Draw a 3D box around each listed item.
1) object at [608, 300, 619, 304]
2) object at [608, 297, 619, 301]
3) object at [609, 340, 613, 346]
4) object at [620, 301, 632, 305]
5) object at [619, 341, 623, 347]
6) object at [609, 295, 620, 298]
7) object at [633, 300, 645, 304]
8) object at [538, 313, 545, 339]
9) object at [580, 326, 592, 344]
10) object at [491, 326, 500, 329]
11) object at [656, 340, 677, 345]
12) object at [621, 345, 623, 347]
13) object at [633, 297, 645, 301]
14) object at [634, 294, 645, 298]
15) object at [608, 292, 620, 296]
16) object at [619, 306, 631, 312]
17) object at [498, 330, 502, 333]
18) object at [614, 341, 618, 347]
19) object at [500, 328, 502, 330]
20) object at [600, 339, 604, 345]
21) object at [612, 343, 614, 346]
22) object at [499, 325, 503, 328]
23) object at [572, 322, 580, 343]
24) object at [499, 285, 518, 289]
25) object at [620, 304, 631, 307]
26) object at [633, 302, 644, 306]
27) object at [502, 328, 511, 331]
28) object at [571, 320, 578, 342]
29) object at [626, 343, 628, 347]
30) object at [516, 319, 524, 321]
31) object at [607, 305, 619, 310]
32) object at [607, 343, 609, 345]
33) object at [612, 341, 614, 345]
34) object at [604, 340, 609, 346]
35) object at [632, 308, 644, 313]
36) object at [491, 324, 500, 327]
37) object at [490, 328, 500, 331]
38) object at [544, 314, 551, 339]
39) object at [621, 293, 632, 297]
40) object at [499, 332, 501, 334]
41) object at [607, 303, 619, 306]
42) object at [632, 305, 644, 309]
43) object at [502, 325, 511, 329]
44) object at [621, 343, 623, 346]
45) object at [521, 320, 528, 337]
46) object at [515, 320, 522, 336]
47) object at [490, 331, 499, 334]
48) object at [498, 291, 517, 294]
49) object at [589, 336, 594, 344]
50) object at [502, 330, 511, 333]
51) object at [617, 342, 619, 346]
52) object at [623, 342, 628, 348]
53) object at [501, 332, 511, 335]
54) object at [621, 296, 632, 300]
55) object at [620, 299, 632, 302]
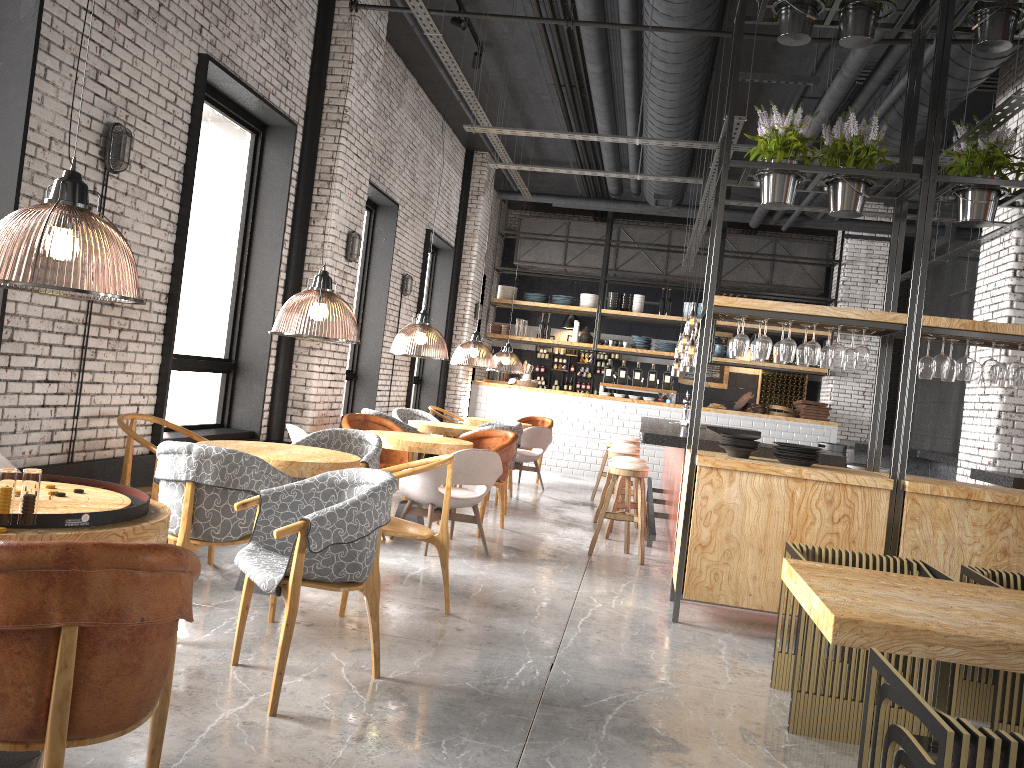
[{"bbox_3d":[1.721,-1.369,15.100,0.197,0.102,0.196,6,0,38],"label":"object"},{"bbox_3d":[1.727,-1.413,15.099,0.196,0.100,0.196,7,0,-26],"label":"object"},{"bbox_3d":[1.657,-0.681,14.856,0.072,0.097,0.072,7,-1,-41],"label":"object"},{"bbox_3d":[1.931,-1.346,15.062,0.196,0.107,0.196,7,0,-20],"label":"object"},{"bbox_3d":[1.814,-0.663,14.832,0.072,0.097,0.072,6,-1,18],"label":"object"},{"bbox_3d":[1.737,-1.458,15.097,0.196,0.107,0.196,6,0,37],"label":"object"},{"bbox_3d":[2.144,-1.366,15.038,0.196,0.103,0.196,6,0,25],"label":"object"},{"bbox_3d":[0.527,-1.000,15.409,0.098,0.471,0.098,7,-1,-14],"label":"object"},{"bbox_3d":[1.259,-0.835,15.082,0.196,0.305,0.196,7,-1,-44],"label":"object"},{"bbox_3d":[-0.287,-0.962,15.256,0.157,0.053,0.168,7,0,9],"label":"object"},{"bbox_3d":[2.643,-0.679,14.931,0.453,0.062,0.453,7,0,24],"label":"object"},{"bbox_3d":[1.848,-0.659,15.064,0.072,0.097,0.072,6,-1,17],"label":"object"},{"bbox_3d":[2.150,-1.409,15.035,0.196,0.100,0.196,7,0,5],"label":"object"},{"bbox_3d":[2.156,-1.453,15.039,0.196,0.103,0.196,7,0,-14],"label":"object"},{"bbox_3d":[1.735,-1.502,15.103,0.196,0.105,0.196,6,0,30],"label":"object"},{"bbox_3d":[1.919,-1.258,15.068,0.197,0.104,0.196,6,0,45],"label":"object"},{"bbox_3d":[-0.239,-0.921,15.505,0.157,0.053,0.168,7,0,9],"label":"object"},{"bbox_3d":[1.738,-0.671,14.844,0.072,0.097,0.072,6,-1,29],"label":"object"},{"bbox_3d":[-0.235,-0.957,15.505,0.157,0.053,0.168,7,0,9],"label":"object"},{"bbox_3d":[1.504,-0.698,14.880,0.072,0.097,0.072,6,-1,31],"label":"object"},{"bbox_3d":[1.709,-0.675,15.204,0.072,0.097,0.072,7,-1,-3],"label":"object"},{"bbox_3d":[-0.230,-0.998,15.506,0.157,0.053,0.168,7,0,9],"label":"object"},{"bbox_3d":[1.099,-0.878,15.094,0.132,0.360,0.126,6,-1,34],"label":"object"},{"bbox_3d":[-0.069,-1.665,15.372,0.334,0.039,0.334,7,0,0],"label":"object"},{"bbox_3d":[1.925,-1.301,15.067,0.197,0.101,0.196,6,0,28],"label":"object"},{"bbox_3d":[2.140,-1.321,15.031,0.196,0.104,0.196,6,0,44],"label":"object"},{"bbox_3d":[-0.102,-0.941,15.376,0.157,0.053,0.168,7,0,14],"label":"object"},{"bbox_3d":[1.089,-0.896,15.249,0.126,0.394,0.127,7,-1,-41],"label":"object"},{"bbox_3d":[1.926,-0.650,15.052,0.072,0.097,0.072,6,-1,8],"label":"object"},{"bbox_3d":[0.136,-0.968,15.377,0.126,0.313,0.179,6,-1,41],"label":"object"},{"bbox_3d":[1.711,-1.281,15.099,0.196,0.102,0.196,7,0,21],"label":"object"},{"bbox_3d":[1.615,-0.686,15.100,0.072,0.097,0.072,6,-1,41],"label":"object"},{"bbox_3d":[1.675,-0.679,14.972,0.072,0.097,0.072,6,-1,10],"label":"object"},{"bbox_3d":[1.580,-0.690,14.868,0.072,0.097,0.072,6,-1,31],"label":"object"},{"bbox_3d":[2.130,-1.233,15.029,0.196,0.105,0.196,7,0,-14],"label":"object"},{"bbox_3d":[-0.282,-1.004,15.256,0.157,0.053,0.168,7,0,9],"label":"object"},{"bbox_3d":[-0.291,-0.927,15.255,0.157,0.053,0.168,7,0,9],"label":"object"},{"bbox_3d":[0.633,-0.987,15.393,0.098,0.471,0.098,7,-1,-14],"label":"object"},{"bbox_3d":[1.946,-1.478,15.071,0.196,0.103,0.196,7,0,-15],"label":"object"},{"bbox_3d":[-0.244,-0.876,15.504,0.157,0.053,0.168,7,0,9],"label":"object"},{"bbox_3d":[1.715,-1.326,15.099,0.196,0.104,0.196,7,0,-28],"label":"object"},{"bbox_3d":[2.133,-1.278,15.031,0.196,0.104,0.196,7,0,-16],"label":"object"},{"bbox_3d":[-0.097,-0.983,15.377,0.157,0.053,0.168,7,0,14],"label":"object"},{"bbox_3d":[1.831,-0.661,14.948,0.072,0.097,0.072,7,-1,-32],"label":"object"},{"bbox_3d":[0.203,-0.945,15.220,0.118,0.294,0.169,6,-1,14],"label":"object"},{"bbox_3d":[0.120,-0.944,15.124,0.107,0.264,0.152,6,-1,36],"label":"object"},{"bbox_3d":[-0.296,-0.882,15.254,0.157,0.053,0.168,7,0,9],"label":"object"},{"bbox_3d":[-0.081,-1.568,15.371,0.334,0.043,0.335,6,0,-42],"label":"object"},{"bbox_3d":[1.315,-0.780,15.275,0.203,0.213,0.203,7,-1,-44],"label":"object"},{"bbox_3d":[-0.106,-0.906,15.376,0.157,0.053,0.168,7,0,14],"label":"object"},{"bbox_3d":[1.772,-0.668,15.076,0.072,0.097,0.072,6,-1,38],"label":"object"},{"bbox_3d":[1.891,-0.654,14.821,0.072,0.097,0.072,6,-1,41],"label":"object"},{"bbox_3d":[-0.111,-0.861,15.375,0.157,0.053,0.168,7,0,14],"label":"object"},{"bbox_3d":[1.940,-1.434,15.067,0.196,0.102,0.196,7,0,2],"label":"object"},{"bbox_3d":[1.934,-1.390,15.066,0.196,0.102,0.196,7,0,19],"label":"object"}]
